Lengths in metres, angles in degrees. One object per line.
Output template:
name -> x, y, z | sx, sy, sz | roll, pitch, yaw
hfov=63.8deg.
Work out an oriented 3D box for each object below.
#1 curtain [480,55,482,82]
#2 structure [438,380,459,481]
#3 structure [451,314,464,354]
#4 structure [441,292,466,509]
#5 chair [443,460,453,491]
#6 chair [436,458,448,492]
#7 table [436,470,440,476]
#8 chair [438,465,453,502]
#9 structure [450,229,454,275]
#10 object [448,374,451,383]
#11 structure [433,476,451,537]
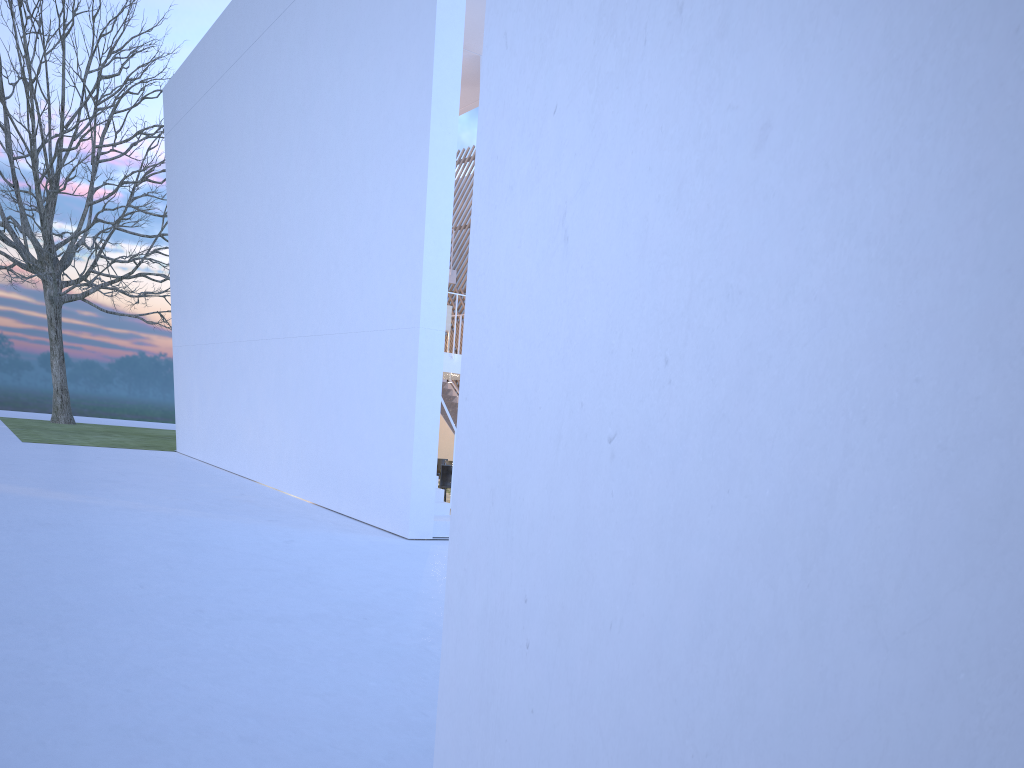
curtain -> -0.159, -1.530, 7.458 | 0.505, 2.597, 0.090 | -6, 20, -32
structure -> -0.906, 0.325, 10.830 | 1.161, 2.107, 1.851 | -6, 14, -40
structure -> -0.424, -0.445, 8.665 | 0.027, 0.595, 1.608 | -7, 7, -34
structure -> -0.217, 0.121, 7.091 | 1.355, 1.920, 1.346 | -2, 13, -33
chair -> -0.574, 1.027, 8.536 | 0.189, 0.470, 0.221 | -4, 17, -32
chair -> -0.850, 1.017, 8.938 | 0.189, 0.470, 0.221 | -4, 17, -32
table -> -0.694, 1.050, 8.258 | 0.916, 0.352, 0.330 | 6, 7, -32
chair -> -0.666, 0.990, 7.951 | 0.189, 0.470, 0.221 | -4, 17, -32
structure -> -1.283, -1.834, 10.796 | 1.140, 0.606, 0.025 | 5, 15, -32
object -> -0.600, -0.053, 7.965 | 0.029, 0.085, 0.026 | -1, 16, -21
structure -> -0.712, -0.528, 7.379 | 1.708, 3.557, 3.433 | -4, 12, -34
